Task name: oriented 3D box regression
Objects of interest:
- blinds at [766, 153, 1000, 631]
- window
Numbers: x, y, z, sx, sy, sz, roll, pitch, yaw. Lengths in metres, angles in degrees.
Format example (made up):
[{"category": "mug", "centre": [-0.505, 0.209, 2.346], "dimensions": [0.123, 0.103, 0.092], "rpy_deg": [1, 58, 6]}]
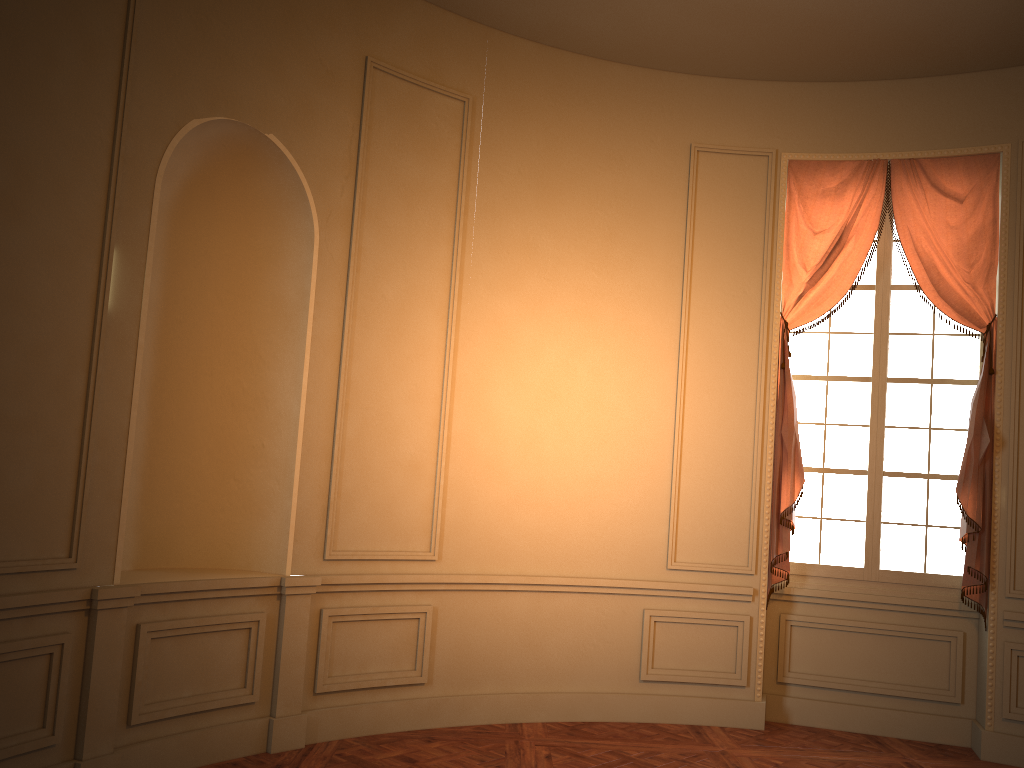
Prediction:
[{"category": "blinds", "centre": [2.355, -0.006, 5.608], "dimensions": [1.315, 2.970, 0.290], "rpy_deg": [3, -4, 16]}, {"category": "window", "centre": [2.436, -0.036, 5.886], "dimensions": [1.289, 2.830, 0.048], "rpy_deg": [3, -4, 16]}]
